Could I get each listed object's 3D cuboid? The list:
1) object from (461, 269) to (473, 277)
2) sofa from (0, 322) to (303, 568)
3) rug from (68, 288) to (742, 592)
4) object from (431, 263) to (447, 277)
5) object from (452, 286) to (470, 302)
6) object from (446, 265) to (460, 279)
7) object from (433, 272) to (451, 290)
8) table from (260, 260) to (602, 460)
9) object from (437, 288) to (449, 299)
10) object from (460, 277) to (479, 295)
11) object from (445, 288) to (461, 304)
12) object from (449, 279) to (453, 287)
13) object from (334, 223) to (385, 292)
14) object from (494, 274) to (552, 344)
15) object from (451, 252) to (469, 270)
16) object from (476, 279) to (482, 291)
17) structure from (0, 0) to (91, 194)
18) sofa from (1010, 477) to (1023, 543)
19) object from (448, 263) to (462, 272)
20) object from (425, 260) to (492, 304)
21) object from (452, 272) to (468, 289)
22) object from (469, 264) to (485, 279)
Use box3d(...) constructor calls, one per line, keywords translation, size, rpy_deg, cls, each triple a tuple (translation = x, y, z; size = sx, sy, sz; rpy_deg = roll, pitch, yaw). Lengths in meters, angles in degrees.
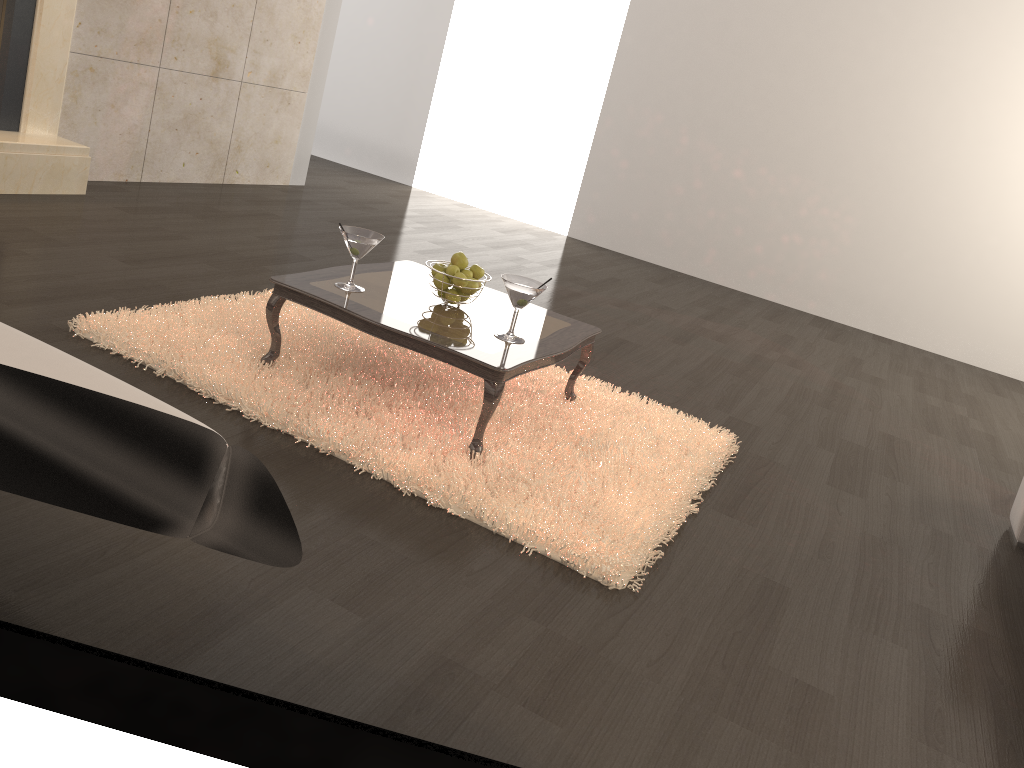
box3d(translation=(-0.157, -0.373, 3.019), size=(0.045, 0.042, 0.047), rpy_deg=(13, 15, -7), cls="object")
box3d(translation=(-1.012, 0.073, 1.270), size=(2.821, 0.636, 0.955), rpy_deg=(22, 17, 21), cls="sofa")
box3d(translation=(-0.273, 0.007, 3.091), size=(2.025, 0.066, 1.530), rpy_deg=(21, 19, 21), cls="rug")
box3d(translation=(-0.247, -0.385, 3.031), size=(0.063, 0.053, 0.062), rpy_deg=(19, 16, 14), cls="object")
box3d(translation=(-0.177, -0.318, 3.053), size=(0.067, 0.062, 0.071), rpy_deg=(8, 16, -23), cls="object")
box3d(translation=(-0.200, -0.379, 2.981), size=(0.046, 0.048, 0.050), rpy_deg=(25, 18, 35), cls="object")
box3d(translation=(-0.237, -0.349, 2.985), size=(0.060, 0.061, 0.063), rpy_deg=(11, 15, -13), cls="object")
box3d(translation=(-0.257, -0.131, 3.053), size=(0.925, 0.295, 0.918), rpy_deg=(21, 18, 19), cls="table")
box3d(translation=(-0.236, -0.316, 3.042), size=(0.044, 0.042, 0.043), rpy_deg=(22, 16, 24), cls="object")
box3d(translation=(-0.146, -0.333, 2.991), size=(0.066, 0.064, 0.068), rpy_deg=(12, 15, -11), cls="object")
box3d(translation=(-0.200, -0.298, 2.995), size=(0.056, 0.053, 0.055), rpy_deg=(24, 17, 31), cls="object")
box3d(translation=(-0.227, -0.360, 3.075), size=(0.052, 0.047, 0.052), rpy_deg=(19, 16, 16), cls="object")
box3d(translation=(-0.512, -0.420, 2.899), size=(0.151, 0.211, 0.155), rpy_deg=(14, 14, -3), cls="object")
box3d(translation=(0.019, -0.247, 2.789), size=(0.152, 0.211, 0.154), rpy_deg=(18, 14, 14), cls="object")
box3d(translation=(-0.179, -0.421, 3.018), size=(0.063, 0.062, 0.063), rpy_deg=(20, 16, 21), cls="object")
box3d(translation=(-0.128, -0.341, 3.035), size=(0.046, 0.044, 0.045), rpy_deg=(18, 15, 13), cls="object")
box3d(translation=(-2.673, -1.584, 3.964), size=(0.596, 1.307, 1.545), rpy_deg=(20, 16, 20), cls="structure")
box3d(translation=(1.908, 0.544, 2.139), size=(0.956, 0.635, 2.055), rpy_deg=(21, 18, 20), cls="sofa")
box3d(translation=(-0.194, -0.399, 3.066), size=(0.062, 0.060, 0.058), rpy_deg=(12, 15, -9), cls="object")
box3d(translation=(-0.197, -0.334, 3.026), size=(0.232, 0.116, 0.242), rpy_deg=(8, 18, -22), cls="object")
box3d(translation=(-0.173, -0.347, 2.949), size=(0.053, 0.053, 0.056), rpy_deg=(11, 15, -16), cls="object")
box3d(translation=(-0.122, -0.388, 3.048), size=(0.054, 0.050, 0.054), rpy_deg=(21, 16, 21), cls="object")
